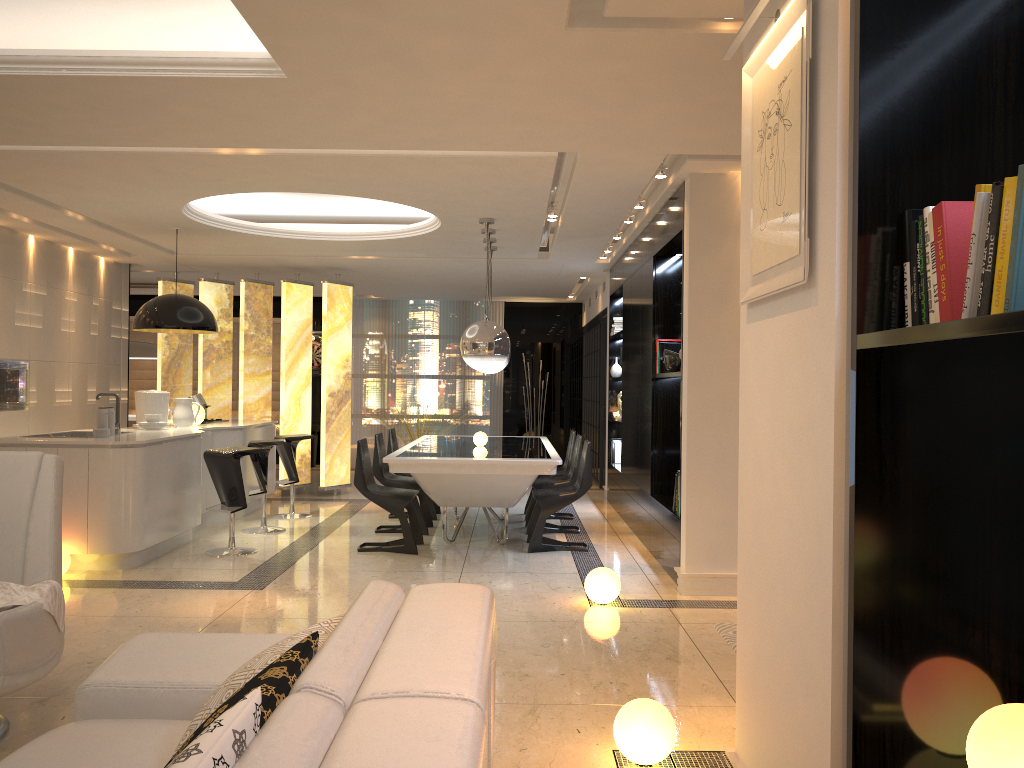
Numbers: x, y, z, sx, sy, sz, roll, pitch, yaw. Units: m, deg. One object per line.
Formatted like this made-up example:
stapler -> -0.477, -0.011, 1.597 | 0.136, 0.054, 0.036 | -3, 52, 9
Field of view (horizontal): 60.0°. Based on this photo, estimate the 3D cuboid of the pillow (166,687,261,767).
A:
pillow -> -0.526, 0.683, 1.174 | 0.255, 0.399, 0.526 | 1, 0, 0

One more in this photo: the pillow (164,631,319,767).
pillow -> -0.569, 0.698, 1.632 | 0.323, 0.355, 0.524 | 1, 0, 1

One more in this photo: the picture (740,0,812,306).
picture -> 0.714, -0.605, 2.417 | 0.027, 0.729, 0.610 | 1, 0, 0

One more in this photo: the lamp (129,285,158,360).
lamp -> -5.249, -0.849, 12.177 | 1.578, 0.995, 0.939 | 1, 0, 0

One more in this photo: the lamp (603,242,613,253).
lamp -> 0.976, -1.405, 9.041 | 0.107, 0.127, 0.107 | 1, 0, -19

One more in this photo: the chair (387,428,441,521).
chair -> -0.952, 0.866, 8.652 | 0.496, 0.858, 0.523 | 1, 0, 0

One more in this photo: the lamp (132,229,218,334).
lamp -> -2.941, -0.909, 7.770 | 0.710, 0.898, 0.710 | 1, 0, 10

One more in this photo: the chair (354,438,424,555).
chair -> -0.953, 0.862, 6.936 | 0.496, 0.858, 0.523 | 1, 0, 0

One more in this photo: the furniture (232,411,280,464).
furniture -> -4.304, 0.866, 14.647 | 1.312, 0.810, 1.107 | 1, 0, 0

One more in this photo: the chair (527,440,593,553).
chair -> 0.372, 0.878, 7.058 | 0.496, 0.858, 0.523 | 1, 0, 0

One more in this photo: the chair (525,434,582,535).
chair -> 0.373, 0.880, 7.908 | 0.496, 0.858, 0.523 | 1, 0, 0

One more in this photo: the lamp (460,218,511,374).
lamp -> -0.210, -0.711, 7.838 | 0.408, 1.226, 1.827 | 1, 0, 0

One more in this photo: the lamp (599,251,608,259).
lamp -> 0.976, -1.404, 9.490 | 0.107, 0.127, 0.107 | 1, 0, -19

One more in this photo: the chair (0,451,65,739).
chair -> -2.109, 0.771, 3.267 | 1.027, 0.991, 0.983 | 1, 0, -1

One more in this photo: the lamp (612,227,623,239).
lamp -> 0.976, -1.408, 8.228 | 0.107, 0.127, 0.107 | 1, 0, -19

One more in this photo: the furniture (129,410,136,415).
furniture -> -6.211, 0.843, 14.648 | 1.312, 0.810, 1.107 | 1, 0, 0

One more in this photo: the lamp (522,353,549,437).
lamp -> 0.359, 0.424, 13.845 | 0.418, 1.801, 0.200 | 1, 0, 0

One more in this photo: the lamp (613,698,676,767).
lamp -> 0.454, 1.190, 3.037 | 0.212, 0.214, 0.213 | 1, 0, 40

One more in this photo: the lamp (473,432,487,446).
lamp -> -0.275, 0.478, 7.716 | 0.125, 0.125, 0.125 | 1, 0, -39

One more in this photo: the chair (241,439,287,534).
chair -> -2.159, 0.883, 7.727 | 0.380, 0.789, 0.380 | 1, 0, -17

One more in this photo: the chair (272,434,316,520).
chair -> -2.119, 0.886, 8.560 | 0.380, 0.789, 0.380 | 1, 0, -32

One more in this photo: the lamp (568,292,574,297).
lamp -> 0.906, -1.394, 13.616 | 0.107, 0.127, 0.107 | 1, 0, -19

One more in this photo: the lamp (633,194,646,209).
lamp -> 0.975, -1.411, 6.818 | 0.107, 0.127, 0.107 | 1, 0, -19

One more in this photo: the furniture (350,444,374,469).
furniture -> -2.338, 1.112, 13.693 | 0.735, 0.357, 0.735 | 1, 0, 2

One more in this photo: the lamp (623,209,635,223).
lamp -> 0.976, -1.410, 7.414 | 0.107, 0.127, 0.107 | 1, 0, -19

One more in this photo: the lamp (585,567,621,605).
lamp -> 0.538, 1.197, 5.264 | 0.212, 0.214, 0.213 | 1, 0, 40

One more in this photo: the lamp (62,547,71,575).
lamp -> -2.986, 1.156, 5.759 | 0.212, 0.214, 0.213 | 1, 0, -39

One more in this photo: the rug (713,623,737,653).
rug -> 3.597, 1.331, 4.078 | 5.025, 0.015, 1.526 | 1, 0, 0

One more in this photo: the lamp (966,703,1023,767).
lamp -> 1.023, 0.749, 1.766 | 0.212, 0.214, 0.213 | 1, 0, 40

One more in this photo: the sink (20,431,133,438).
sink -> -3.214, 0.448, 6.591 | 0.485, 0.152, 0.738 | 1, 0, 0

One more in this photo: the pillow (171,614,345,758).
pillow -> -0.579, 0.734, 2.090 | 0.351, 0.329, 0.521 | 1, 0, 0

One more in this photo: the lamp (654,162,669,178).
lamp -> 0.975, -1.414, 5.813 | 0.107, 0.127, 0.107 | 1, 0, -19

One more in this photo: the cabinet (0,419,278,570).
cabinet -> -3.021, 0.825, 7.736 | 1.046, 0.887, 3.752 | 1, 0, 0

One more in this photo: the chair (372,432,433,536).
chair -> -0.953, 0.864, 7.803 | 0.496, 0.858, 0.523 | 1, 0, 0

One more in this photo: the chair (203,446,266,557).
chair -> -2.120, 0.881, 6.724 | 0.380, 0.789, 0.380 | 1, 0, 33

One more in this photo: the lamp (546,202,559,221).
lamp -> 0.332, -1.418, 7.290 | 0.107, 0.127, 0.271 | 1, 0, 0

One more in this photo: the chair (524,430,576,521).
chair -> 0.373, 0.882, 8.714 | 0.496, 0.858, 0.523 | 1, 0, 0
